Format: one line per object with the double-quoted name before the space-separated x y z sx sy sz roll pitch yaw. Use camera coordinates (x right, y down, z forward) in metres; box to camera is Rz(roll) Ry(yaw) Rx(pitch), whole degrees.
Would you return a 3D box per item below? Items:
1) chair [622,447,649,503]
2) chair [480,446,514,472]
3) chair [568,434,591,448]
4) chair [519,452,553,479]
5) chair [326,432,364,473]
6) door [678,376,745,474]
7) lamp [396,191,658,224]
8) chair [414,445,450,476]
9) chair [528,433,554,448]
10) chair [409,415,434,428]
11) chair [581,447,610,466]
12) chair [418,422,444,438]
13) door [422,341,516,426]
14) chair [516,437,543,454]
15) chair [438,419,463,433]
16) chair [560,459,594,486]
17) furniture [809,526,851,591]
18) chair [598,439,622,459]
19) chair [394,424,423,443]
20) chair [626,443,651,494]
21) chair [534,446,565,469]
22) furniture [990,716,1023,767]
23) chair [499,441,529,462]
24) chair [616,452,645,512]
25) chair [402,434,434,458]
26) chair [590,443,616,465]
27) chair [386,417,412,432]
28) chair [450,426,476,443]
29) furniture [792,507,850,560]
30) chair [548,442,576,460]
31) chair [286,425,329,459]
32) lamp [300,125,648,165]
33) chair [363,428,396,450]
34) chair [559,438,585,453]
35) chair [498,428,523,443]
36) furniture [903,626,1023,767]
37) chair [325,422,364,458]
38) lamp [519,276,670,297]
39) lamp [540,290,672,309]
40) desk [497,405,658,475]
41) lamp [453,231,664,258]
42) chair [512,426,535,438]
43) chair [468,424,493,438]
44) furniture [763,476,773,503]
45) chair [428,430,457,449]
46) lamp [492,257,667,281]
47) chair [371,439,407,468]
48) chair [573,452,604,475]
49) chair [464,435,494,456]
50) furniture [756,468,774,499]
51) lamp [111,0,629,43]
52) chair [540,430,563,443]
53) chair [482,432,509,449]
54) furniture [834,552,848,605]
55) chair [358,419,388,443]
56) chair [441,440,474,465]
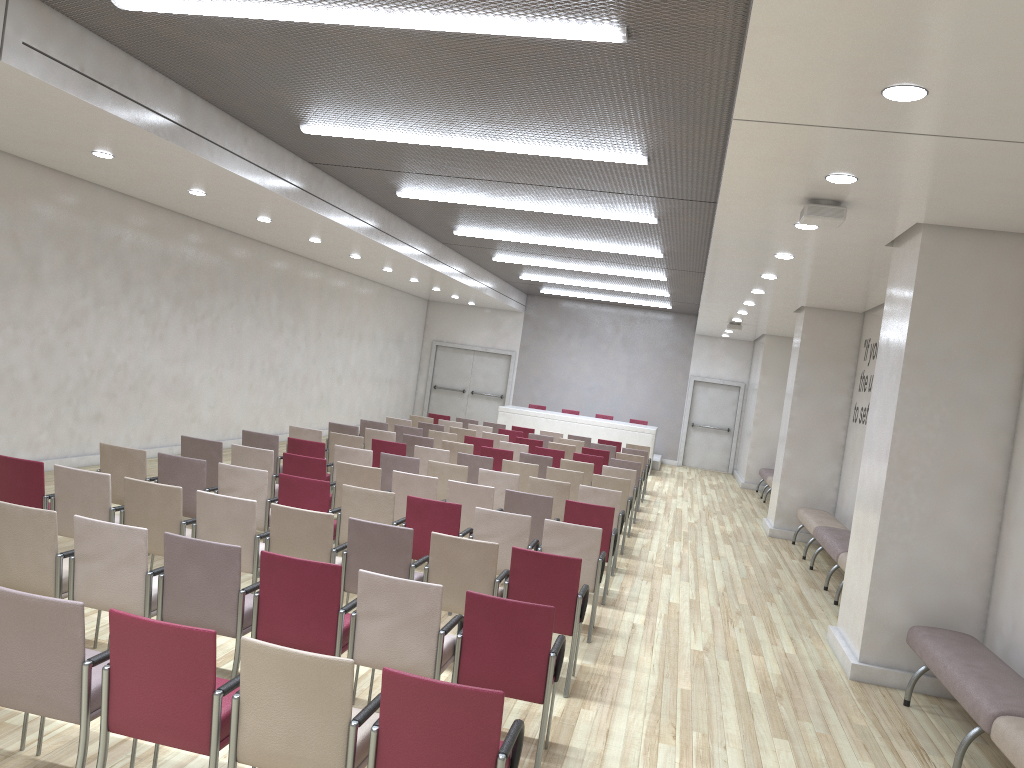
"chair" 2.109 1.561 15.475 0.513 0.890 0.640 8 1 12
"chair" -0.204 1.306 12.189 0.513 0.890 0.640 8 1 10
"chair" 1.267 1.415 16.898 0.513 0.890 0.640 8 1 12
"chair" 0.320 1.381 12.080 0.513 0.890 0.640 8 1 11
"chair" -2.054 1.067 11.286 0.513 0.890 0.640 8 1 11
"door" 5.238 1.075 23.320 1.400 2.400 0.200 8 1 11
"lamp" 0.153 -2.189 11.024 3.303 0.045 0.198 8 1 11
"chair" -0.980 1.220 11.085 0.513 0.890 0.640 8 1 10
"chair" 0.507 1.332 15.794 0.513 0.890 0.640 8 1 11
"chair" -1.632 1.025 16.225 0.513 0.890 0.640 8 1 10
"chair" 1.328 1.474 14.389 0.513 0.890 0.640 8 1 11
"chair" -1.337 1.093 14.902 0.513 0.890 0.640 8 1 10
"door" -1.199 0.153 24.584 2.373 2.400 0.200 8 1 11
"chair" 0.274 1.324 14.584 0.513 0.890 0.640 8 1 10
"chair" -1.100 1.102 16.110 0.513 0.890 0.640 8 1 11
"chair" 0.854 1.458 11.967 0.513 0.890 0.640 8 1 10
"furniture" 3.909 2.083 10.481 0.530 0.550 1.833 8 1 11
"chair" 1.816 1.494 16.792 0.513 0.890 0.640 8 1 10
"chair" -1.568 1.085 13.699 0.513 0.890 0.640 8 1 11
"chair" 2.332 1.568 16.685 0.513 0.890 0.640 8 1 11
"chair" 0.554 1.389 13.276 0.513 0.890 0.640 8 1 12
"furniture" 2.615 2.037 3.865 0.530 0.550 1.833 8 1 11
"chair" 0.027 1.314 13.388 0.513 0.890 0.640 8 1 11
"chair" 1.861 1.551 14.282 0.513 0.890 0.640 8 1 11
"chair" -1.276 1.153 12.382 0.513 0.890 0.640 8 1 12
"chair" 1.576 1.485 15.582 0.513 0.890 0.640 8 1 11
"chair" -1.878 1.016 15.007 0.513 0.890 0.640 8 1 12
"chair" -0.808 1.169 14.810 0.513 0.890 0.640 8 1 10
"furniture" 4.265 2.095 12.305 0.530 0.550 1.833 8 1 11
"chair" 0.797 1.398 14.492 0.513 0.890 0.640 8 1 10
"chair" -2.582 0.991 11.391 0.513 0.890 0.640 8 1 12
"lamp" -0.397 -2.208 8.214 3.303 0.045 0.198 8 1 11
"chair" -1.810 1.076 12.485 0.513 0.890 0.640 8 1 11
"chair" 1.035 1.407 15.702 0.513 0.890 0.640 8 1 11
"chair" -0.023 1.256 15.914 0.513 0.890 0.640 8 1 11
"furniture" 2.972 2.050 5.689 0.530 0.550 1.833 8 1 11
"chair" -2.337 1.000 12.604 0.513 0.890 0.640 8 1 12
"lamp" 1.785 -2.131 19.375 3.303 0.045 0.198 8 1 11
"lamp" 2.332 -2.112 22.174 3.303 0.045 0.198 8 1 11
"desk" 1.529 1.292 20.939 3.652 1.042 1.456 8 1 11
"lamp" 0.694 -2.170 13.792 3.303 0.045 0.198 8 1 11
"chair" 0.207 1.263 17.112 0.513 0.890 0.640 8 1 10
"chair" -0.567 1.178 16.018 0.513 0.890 0.640 8 1 10
"furniture" 5.199 2.129 17.082 0.530 0.550 1.833 8 1 11
"chair" -1.041 1.161 13.596 0.513 0.890 0.640 8 1 11
"lamp" 1.247 -2.150 16.620 3.303 0.045 0.198 8 1 11
"chair" -1.512 1.144 11.177 0.513 0.890 0.640 8 1 11
"chair" 1.108 1.468 13.177 0.513 0.890 0.640 8 1 11
"chair" -0.498 1.238 13.499 0.513 0.890 0.640 8 1 11
"furniture" 5.556 2.141 18.906 0.530 0.550 1.833 8 1 11
"lamp" -0.944 -2.228 5.418 3.303 0.045 0.198 8 1 11
"chair" 0.748 1.341 17.009 0.513 0.890 0.640 8 1 12
"chair" -0.266 1.246 14.691 0.513 0.890 0.640 8 1 12
"furniture" 3.553 2.070 8.661 0.530 0.550 1.833 8 1 11
"chair" -2.107 1.008 13.811 0.513 0.890 0.640 8 1 10
"chair" -0.736 1.230 12.273 0.513 0.890 0.640 8 1 11
